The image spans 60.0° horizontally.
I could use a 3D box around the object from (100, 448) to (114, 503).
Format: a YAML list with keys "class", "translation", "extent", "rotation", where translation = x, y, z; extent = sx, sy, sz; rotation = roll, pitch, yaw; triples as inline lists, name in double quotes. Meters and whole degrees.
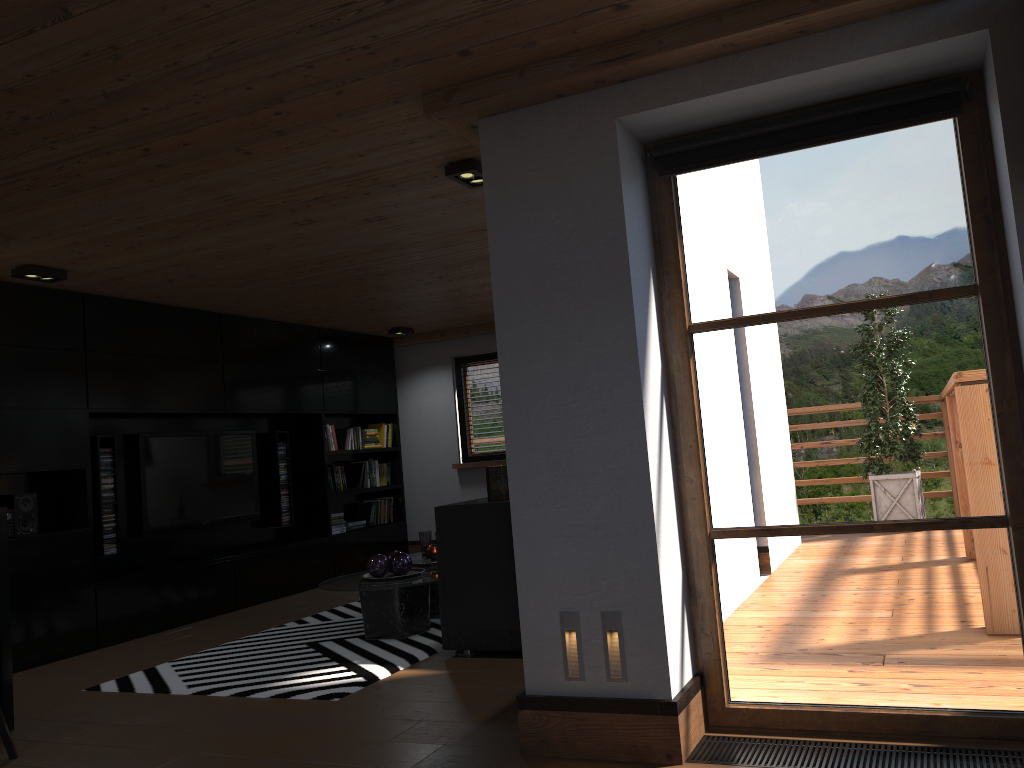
- class: "object"
  translation: [-2.920, 0.651, 6.274]
  extent: [0.124, 0.380, 0.126]
  rotation: [-7, -5, 24]

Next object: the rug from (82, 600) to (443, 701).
- class: "rug"
  translation: [-0.922, 1.574, 5.689]
  extent: [1.646, 0.020, 2.925]
  rotation: [-7, -5, 24]

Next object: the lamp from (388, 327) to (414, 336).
- class: "lamp"
  translation: [-1.116, -0.534, 8.933]
  extent: [0.154, 0.068, 0.263]
  rotation: [-7, -5, 25]

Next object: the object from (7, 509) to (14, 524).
- class: "object"
  translation: [-3.241, 0.824, 5.378]
  extent: [0.268, 0.088, 0.287]
  rotation: [-7, -5, 24]

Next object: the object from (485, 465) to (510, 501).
- class: "object"
  translation: [-0.050, 0.386, 3.465]
  extent: [0.107, 0.135, 0.097]
  rotation: [-6, -5, 14]

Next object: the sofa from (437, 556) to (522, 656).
- class: "sofa"
  translation: [0.244, 1.104, 6.167]
  extent: [2.068, 0.819, 3.116]
  rotation: [-7, -5, 24]

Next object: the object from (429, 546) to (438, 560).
- class: "object"
  translation: [-0.518, 1.139, 5.983]
  extent: [0.078, 0.081, 0.080]
  rotation: [-9, -6, 39]

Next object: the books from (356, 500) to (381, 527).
- class: "books"
  translation: [-1.480, 1.334, 9.145]
  extent: [0.205, 0.256, 0.247]
  rotation: [-7, -5, 23]

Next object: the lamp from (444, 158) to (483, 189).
- class: "lamp"
  translation: [-0.185, -0.983, 4.127]
  extent: [0.154, 0.068, 0.263]
  rotation: [-7, -5, 25]

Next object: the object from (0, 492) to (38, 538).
- class: "object"
  translation: [-3.147, 0.830, 5.587]
  extent: [0.263, 0.266, 0.157]
  rotation: [-7, -5, 24]

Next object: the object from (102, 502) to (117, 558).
- class: "object"
  translation: [-2.888, 1.027, 6.241]
  extent: [0.124, 0.379, 0.126]
  rotation: [-7, -5, 24]

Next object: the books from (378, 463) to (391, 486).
- class: "books"
  translation: [-1.419, 0.961, 9.344]
  extent: [0.187, 0.238, 0.292]
  rotation: [-7, -5, 23]

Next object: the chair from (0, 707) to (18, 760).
- class: "chair"
  translation: [-2.279, 1.185, 3.534]
  extent: [0.389, 0.722, 0.396]
  rotation: [-7, -5, 24]

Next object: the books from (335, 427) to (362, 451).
- class: "books"
  translation: [-1.679, 0.557, 8.921]
  extent: [0.180, 0.233, 0.287]
  rotation: [-7, -5, 27]

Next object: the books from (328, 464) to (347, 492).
- class: "books"
  translation: [-1.747, 0.917, 8.651]
  extent: [0.208, 0.270, 0.238]
  rotation: [-7, -5, 24]

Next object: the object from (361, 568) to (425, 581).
- class: "object"
  translation: [-0.732, 1.177, 5.474]
  extent: [0.389, 0.022, 0.399]
  rotation: [-9, -6, 43]

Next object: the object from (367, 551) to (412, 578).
- class: "object"
  translation: [-0.742, 1.113, 5.495]
  extent: [0.283, 0.143, 0.264]
  rotation: [-6, -5, 8]

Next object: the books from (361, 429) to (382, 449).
- class: "books"
  translation: [-1.526, 0.577, 9.169]
  extent: [0.258, 0.197, 0.298]
  rotation: [-7, -5, 27]

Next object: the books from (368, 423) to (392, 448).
- class: "books"
  translation: [-1.395, 0.553, 9.400]
  extent: [0.210, 0.261, 0.212]
  rotation: [-7, -5, 24]

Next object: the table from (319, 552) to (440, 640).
- class: "table"
  translation: [-0.583, 1.354, 5.744]
  extent: [0.887, 0.372, 1.537]
  rotation: [-7, -5, 25]

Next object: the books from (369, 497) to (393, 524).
- class: "books"
  translation: [-1.391, 1.338, 9.336]
  extent: [0.210, 0.261, 0.254]
  rotation: [-7, -5, 24]

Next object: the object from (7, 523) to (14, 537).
- class: "object"
  translation: [-3.239, 0.911, 5.373]
  extent: [0.256, 0.088, 0.287]
  rotation: [-7, -5, 24]

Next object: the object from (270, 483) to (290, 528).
- class: "object"
  translation: [-2.089, 1.088, 7.944]
  extent: [0.124, 0.379, 0.126]
  rotation: [-7, -5, 24]

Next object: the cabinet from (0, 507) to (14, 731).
- class: "cabinet"
  translation: [-2.844, 1.069, 3.421]
  extent: [0.425, 1.011, 1.639]
  rotation: [-7, -5, 25]

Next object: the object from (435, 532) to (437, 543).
- class: "object"
  translation: [-0.480, 1.103, 6.110]
  extent: [0.095, 0.168, 0.094]
  rotation: [-4, -5, -5]

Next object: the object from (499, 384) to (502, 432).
- class: "object"
  translation: [0.048, 0.212, 3.749]
  extent: [0.150, 0.505, 0.327]
  rotation: [-7, -5, 24]

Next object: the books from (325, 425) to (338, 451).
- class: "books"
  translation: [-1.828, 0.515, 8.468]
  extent: [0.206, 0.270, 0.242]
  rotation: [-7, -5, 24]

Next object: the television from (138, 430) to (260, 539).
- class: "television"
  translation: [-2.505, 0.787, 7.171]
  extent: [0.050, 0.814, 1.263]
  rotation: [-7, -5, 25]

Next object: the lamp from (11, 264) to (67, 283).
- class: "lamp"
  translation: [-2.822, -0.664, 5.296]
  extent: [0.154, 0.068, 0.263]
  rotation: [-7, -5, 25]

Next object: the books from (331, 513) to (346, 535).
- class: "books"
  translation: [-1.765, 1.344, 8.484]
  extent: [0.256, 0.188, 0.305]
  rotation: [-8, -5, 31]

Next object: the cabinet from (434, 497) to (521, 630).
- class: "cabinet"
  translation: [0.085, 0.699, 3.751]
  extent: [0.354, 0.469, 0.963]
  rotation: [-7, -5, 25]

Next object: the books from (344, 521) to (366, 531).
- class: "books"
  translation: [-1.615, 1.412, 8.807]
  extent: [0.207, 0.073, 0.268]
  rotation: [-7, -5, 28]

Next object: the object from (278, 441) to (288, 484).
- class: "object"
  translation: [-2.121, 0.712, 7.977]
  extent: [0.124, 0.380, 0.126]
  rotation: [-7, -5, 24]

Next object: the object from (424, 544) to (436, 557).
- class: "object"
  translation: [-0.568, 1.157, 6.159]
  extent: [0.078, 0.081, 0.080]
  rotation: [-9, -6, 39]

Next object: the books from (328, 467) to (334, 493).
- class: "books"
  translation: [-1.838, 0.914, 8.456]
  extent: [0.208, 0.270, 0.238]
  rotation: [-7, -5, 24]

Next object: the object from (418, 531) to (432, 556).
- class: "object"
  translation: [-0.608, 1.125, 6.258]
  extent: [0.095, 0.168, 0.094]
  rotation: [-4, -5, -5]

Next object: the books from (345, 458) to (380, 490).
- class: "books"
  translation: [-1.548, 0.918, 9.045]
  extent: [0.220, 0.296, 0.348]
  rotation: [-7, -5, 24]
